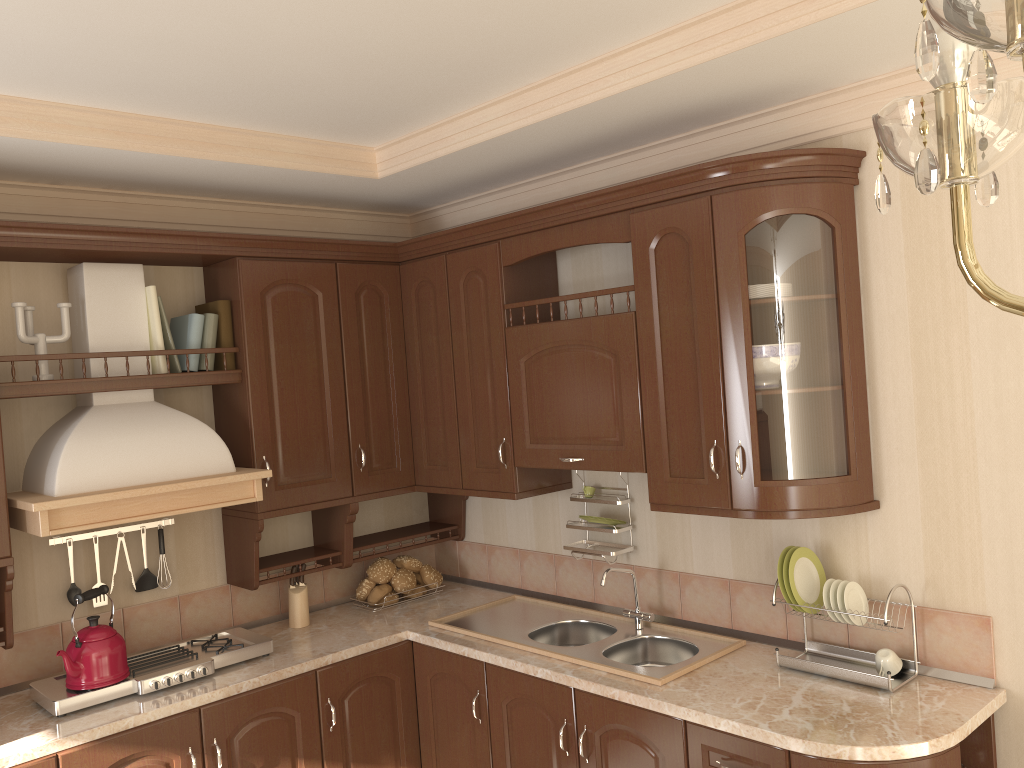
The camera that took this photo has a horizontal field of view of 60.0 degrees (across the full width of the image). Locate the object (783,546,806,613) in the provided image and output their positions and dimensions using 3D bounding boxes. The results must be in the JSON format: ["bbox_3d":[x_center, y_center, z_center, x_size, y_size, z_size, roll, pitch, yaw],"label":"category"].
[{"bbox_3d":[0.856,0.576,2.616,0.193,0.188,0.047,-5,1,-42],"label":"object"}]

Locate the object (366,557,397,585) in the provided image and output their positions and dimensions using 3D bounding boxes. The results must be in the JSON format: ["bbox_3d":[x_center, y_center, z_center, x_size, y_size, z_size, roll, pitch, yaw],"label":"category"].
[{"bbox_3d":[-0.539,0.773,3.667,0.100,0.105,0.118,-3,1,42],"label":"object"}]

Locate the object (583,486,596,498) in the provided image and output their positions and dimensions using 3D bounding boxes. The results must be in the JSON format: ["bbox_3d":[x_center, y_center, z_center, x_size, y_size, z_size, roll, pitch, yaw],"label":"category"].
[{"bbox_3d":[0.291,0.402,3.314,0.044,0.051,0.049,-4,1,15],"label":"object"}]

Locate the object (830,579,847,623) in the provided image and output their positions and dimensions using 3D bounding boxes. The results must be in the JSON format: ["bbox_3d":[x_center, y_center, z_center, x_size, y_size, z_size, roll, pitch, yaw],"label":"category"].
[{"bbox_3d":[0.940,0.619,2.527,0.123,0.119,0.034,-5,1,-41],"label":"object"}]

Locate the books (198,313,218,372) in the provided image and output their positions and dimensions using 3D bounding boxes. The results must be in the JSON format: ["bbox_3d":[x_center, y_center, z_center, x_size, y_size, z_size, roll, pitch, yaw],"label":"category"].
[{"bbox_3d":[-1.140,-0.146,3.237,0.080,0.209,0.205,-5,1,-43],"label":"books"}]

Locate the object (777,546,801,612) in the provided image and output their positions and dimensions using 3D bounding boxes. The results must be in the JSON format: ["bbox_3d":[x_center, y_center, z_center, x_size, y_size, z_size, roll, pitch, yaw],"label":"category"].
[{"bbox_3d":[0.843,0.577,2.630,0.193,0.188,0.047,-5,1,-42],"label":"object"}]

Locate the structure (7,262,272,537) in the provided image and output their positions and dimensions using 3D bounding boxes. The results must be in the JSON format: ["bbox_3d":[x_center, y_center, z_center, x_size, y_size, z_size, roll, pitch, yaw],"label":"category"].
[{"bbox_3d":[-1.278,0.011,2.961,0.753,0.845,0.455,-5,1,-43],"label":"structure"}]

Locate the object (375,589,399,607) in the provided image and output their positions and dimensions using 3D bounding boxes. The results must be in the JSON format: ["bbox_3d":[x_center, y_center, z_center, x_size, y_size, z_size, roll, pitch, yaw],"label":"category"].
[{"bbox_3d":[-0.525,0.881,3.670,0.119,0.058,0.114,-4,1,12],"label":"object"}]

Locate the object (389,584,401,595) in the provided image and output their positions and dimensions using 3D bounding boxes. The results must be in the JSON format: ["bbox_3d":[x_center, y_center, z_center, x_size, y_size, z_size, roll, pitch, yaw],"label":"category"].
[{"bbox_3d":[-0.474,0.854,3.766,0.098,0.094,0.114,-4,1,27],"label":"object"}]

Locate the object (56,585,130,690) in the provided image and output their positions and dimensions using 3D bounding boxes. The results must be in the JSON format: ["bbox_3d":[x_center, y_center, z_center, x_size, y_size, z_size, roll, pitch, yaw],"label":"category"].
[{"bbox_3d":[-1.288,0.777,2.731,0.181,0.282,0.227,-4,1,-20],"label":"object"}]

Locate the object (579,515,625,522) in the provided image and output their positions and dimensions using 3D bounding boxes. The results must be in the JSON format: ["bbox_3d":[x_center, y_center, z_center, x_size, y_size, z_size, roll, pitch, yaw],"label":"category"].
[{"bbox_3d":[0.330,0.491,3.228,0.167,0.051,0.174,-5,1,-43],"label":"object"}]

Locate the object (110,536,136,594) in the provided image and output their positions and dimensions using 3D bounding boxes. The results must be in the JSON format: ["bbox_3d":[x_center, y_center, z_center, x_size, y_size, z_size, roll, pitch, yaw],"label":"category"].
[{"bbox_3d":[-1.373,0.634,3.113,0.089,0.195,0.005,-5,1,-43],"label":"object"}]

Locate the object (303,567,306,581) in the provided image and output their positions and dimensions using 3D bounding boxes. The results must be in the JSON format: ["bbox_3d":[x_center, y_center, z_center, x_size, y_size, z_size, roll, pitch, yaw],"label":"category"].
[{"bbox_3d":[-0.829,0.793,3.509,0.022,0.159,0.050,-4,1,16],"label":"object"}]

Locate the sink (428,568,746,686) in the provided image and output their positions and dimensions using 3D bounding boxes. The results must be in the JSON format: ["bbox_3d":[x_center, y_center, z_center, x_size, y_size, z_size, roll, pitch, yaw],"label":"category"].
[{"bbox_3d":[0.213,0.799,3.068,0.448,0.348,1.077,-5,1,-43],"label":"sink"}]

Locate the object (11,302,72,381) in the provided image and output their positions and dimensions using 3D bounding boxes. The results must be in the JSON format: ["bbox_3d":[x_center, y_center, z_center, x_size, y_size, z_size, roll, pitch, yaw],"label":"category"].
[{"bbox_3d":[-1.521,-0.132,2.834,0.174,0.248,0.163,-4,1,9],"label":"object"}]

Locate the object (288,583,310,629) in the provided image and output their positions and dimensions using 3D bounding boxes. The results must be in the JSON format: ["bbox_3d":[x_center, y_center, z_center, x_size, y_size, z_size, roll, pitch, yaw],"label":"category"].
[{"bbox_3d":[-0.832,0.861,3.468,0.078,0.148,0.151,-4,1,-6],"label":"object"}]

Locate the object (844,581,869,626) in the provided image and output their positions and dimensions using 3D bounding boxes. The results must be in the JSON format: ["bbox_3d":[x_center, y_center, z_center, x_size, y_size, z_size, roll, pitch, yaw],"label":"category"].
[{"bbox_3d":[0.968,0.618,2.496,0.123,0.119,0.034,-5,1,-43],"label":"object"}]

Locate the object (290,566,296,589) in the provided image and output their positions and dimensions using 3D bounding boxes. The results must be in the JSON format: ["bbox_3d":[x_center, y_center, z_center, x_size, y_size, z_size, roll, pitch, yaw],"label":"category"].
[{"bbox_3d":[-0.854,0.811,3.457,0.027,0.198,0.053,-4,1,31],"label":"object"}]

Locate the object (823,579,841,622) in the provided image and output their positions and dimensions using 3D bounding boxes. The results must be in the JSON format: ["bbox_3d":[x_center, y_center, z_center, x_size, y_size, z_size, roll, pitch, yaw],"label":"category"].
[{"bbox_3d":[0.926,0.620,2.543,0.123,0.119,0.034,-5,1,-43],"label":"object"}]

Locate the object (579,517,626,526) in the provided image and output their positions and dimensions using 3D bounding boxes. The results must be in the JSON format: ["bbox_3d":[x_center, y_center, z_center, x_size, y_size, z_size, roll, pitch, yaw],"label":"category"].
[{"bbox_3d":[0.329,0.497,3.227,0.167,0.051,0.174,-5,1,-43],"label":"object"}]

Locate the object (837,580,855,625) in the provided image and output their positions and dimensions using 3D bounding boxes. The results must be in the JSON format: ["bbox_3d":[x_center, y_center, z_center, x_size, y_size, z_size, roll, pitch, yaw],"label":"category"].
[{"bbox_3d":[0.954,0.618,2.512,0.123,0.119,0.034,-5,1,-43],"label":"object"}]

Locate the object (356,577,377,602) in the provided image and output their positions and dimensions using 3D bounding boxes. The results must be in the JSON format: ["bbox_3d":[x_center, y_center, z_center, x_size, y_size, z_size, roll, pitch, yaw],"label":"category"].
[{"bbox_3d":[-0.600,0.849,3.668,0.092,0.109,0.123,-4,1,14],"label":"object"}]

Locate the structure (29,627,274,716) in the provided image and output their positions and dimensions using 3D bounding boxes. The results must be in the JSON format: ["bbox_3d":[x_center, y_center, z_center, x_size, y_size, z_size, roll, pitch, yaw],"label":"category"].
[{"bbox_3d":[-1.152,0.929,2.913,0.710,0.054,0.325,-5,1,-43],"label":"structure"}]

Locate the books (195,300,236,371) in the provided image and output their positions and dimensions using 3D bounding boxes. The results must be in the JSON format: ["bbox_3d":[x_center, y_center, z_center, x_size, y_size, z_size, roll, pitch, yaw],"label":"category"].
[{"bbox_3d":[-1.096,-0.173,3.283,0.052,0.254,0.205,-5,1,-43],"label":"books"}]

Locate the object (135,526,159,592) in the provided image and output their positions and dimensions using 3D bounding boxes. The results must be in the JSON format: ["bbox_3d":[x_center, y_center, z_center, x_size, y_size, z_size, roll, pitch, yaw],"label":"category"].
[{"bbox_3d":[-1.319,0.627,3.181,0.088,0.236,0.028,-5,1,-43],"label":"object"}]

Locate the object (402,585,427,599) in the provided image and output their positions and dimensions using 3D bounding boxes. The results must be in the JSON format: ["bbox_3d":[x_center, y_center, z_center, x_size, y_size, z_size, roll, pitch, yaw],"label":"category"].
[{"bbox_3d":[-0.415,0.873,3.748,0.105,0.060,0.103,-3,1,42],"label":"object"}]

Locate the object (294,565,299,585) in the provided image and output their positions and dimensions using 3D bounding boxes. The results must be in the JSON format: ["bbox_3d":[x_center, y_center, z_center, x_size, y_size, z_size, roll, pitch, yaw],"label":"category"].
[{"bbox_3d":[-0.851,0.800,3.487,0.027,0.191,0.052,-4,1,3],"label":"object"}]

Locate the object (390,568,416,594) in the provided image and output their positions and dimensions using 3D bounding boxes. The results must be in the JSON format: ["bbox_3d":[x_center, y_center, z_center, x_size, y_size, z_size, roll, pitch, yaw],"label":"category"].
[{"bbox_3d":[-0.452,0.818,3.682,0.110,0.102,0.115,-4,1,-14],"label":"object"}]

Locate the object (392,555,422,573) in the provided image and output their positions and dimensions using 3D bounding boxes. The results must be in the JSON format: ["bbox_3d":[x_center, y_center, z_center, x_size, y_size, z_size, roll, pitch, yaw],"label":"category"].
[{"bbox_3d":[-0.448,0.767,3.775,0.125,0.078,0.112,-3,1,41],"label":"object"}]

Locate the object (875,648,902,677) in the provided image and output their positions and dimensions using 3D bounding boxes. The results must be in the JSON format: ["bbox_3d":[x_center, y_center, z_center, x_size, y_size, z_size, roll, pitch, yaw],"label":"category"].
[{"bbox_3d":[1.054,0.776,2.480,0.073,0.072,0.085,-4,1,11],"label":"object"}]

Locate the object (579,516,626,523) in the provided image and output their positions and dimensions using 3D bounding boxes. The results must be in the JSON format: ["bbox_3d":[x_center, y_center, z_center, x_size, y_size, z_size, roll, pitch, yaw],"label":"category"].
[{"bbox_3d":[0.329,0.494,3.228,0.167,0.051,0.174,-5,1,-43],"label":"object"}]

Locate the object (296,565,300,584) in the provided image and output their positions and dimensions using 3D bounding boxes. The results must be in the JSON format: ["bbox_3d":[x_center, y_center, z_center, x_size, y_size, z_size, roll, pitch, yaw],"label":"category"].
[{"bbox_3d":[-0.851,0.799,3.522,0.016,0.158,0.051,-4,1,10],"label":"object"}]

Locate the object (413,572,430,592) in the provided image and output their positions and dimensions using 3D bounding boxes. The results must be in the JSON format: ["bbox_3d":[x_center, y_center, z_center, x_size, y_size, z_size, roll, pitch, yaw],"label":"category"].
[{"bbox_3d":[-0.401,0.846,3.822,0.125,0.100,0.091,-3,1,42],"label":"object"}]

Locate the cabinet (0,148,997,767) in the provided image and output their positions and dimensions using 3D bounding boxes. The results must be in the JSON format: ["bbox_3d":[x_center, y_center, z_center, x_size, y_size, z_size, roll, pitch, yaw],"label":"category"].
[{"bbox_3d":[-0.725,0.628,2.122,3.226,2.313,2.436,-5,1,-43],"label":"cabinet"}]

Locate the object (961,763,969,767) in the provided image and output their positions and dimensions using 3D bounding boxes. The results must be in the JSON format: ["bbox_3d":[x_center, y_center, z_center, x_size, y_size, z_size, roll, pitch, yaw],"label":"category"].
[{"bbox_3d":[1.153,1.036,2.373,0.084,0.045,0.120,-5,1,-32],"label":"object"}]

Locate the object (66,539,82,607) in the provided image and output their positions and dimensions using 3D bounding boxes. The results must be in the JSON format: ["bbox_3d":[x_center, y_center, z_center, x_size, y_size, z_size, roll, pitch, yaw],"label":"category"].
[{"bbox_3d":[-1.489,0.639,3.002,0.048,0.231,0.015,-5,1,-42],"label":"object"}]

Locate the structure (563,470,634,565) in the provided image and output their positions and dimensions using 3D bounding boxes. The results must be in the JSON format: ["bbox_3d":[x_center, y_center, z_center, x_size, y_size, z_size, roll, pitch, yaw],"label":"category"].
[{"bbox_3d":[0.309,0.474,3.270,0.131,0.361,0.256,-5,1,-43],"label":"structure"}]

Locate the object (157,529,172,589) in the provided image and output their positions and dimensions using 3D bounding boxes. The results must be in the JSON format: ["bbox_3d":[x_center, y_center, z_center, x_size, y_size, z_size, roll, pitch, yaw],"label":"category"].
[{"bbox_3d":[-1.266,0.634,3.213,0.049,0.219,0.049,-4,1,24],"label":"object"}]

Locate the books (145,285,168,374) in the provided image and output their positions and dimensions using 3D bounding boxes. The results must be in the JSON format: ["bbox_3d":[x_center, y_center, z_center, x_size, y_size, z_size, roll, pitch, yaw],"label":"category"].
[{"bbox_3d":[-1.278,-0.184,3.121,0.042,0.305,0.194,-5,1,-43],"label":"books"}]

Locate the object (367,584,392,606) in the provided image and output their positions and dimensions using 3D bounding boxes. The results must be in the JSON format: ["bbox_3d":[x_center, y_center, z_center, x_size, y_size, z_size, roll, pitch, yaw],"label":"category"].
[{"bbox_3d":[-0.541,0.864,3.626,0.104,0.092,0.114,-4,1,4],"label":"object"}]

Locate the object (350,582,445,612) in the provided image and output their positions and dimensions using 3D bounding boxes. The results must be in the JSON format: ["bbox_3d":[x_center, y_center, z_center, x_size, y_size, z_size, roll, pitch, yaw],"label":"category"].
[{"bbox_3d":[-0.476,0.878,3.723,0.364,0.060,0.199,-5,1,-43],"label":"object"}]

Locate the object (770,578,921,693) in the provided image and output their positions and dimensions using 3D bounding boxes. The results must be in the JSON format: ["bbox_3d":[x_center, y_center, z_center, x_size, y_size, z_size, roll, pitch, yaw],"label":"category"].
[{"bbox_3d":[0.943,0.686,2.530,0.172,0.275,0.359,-5,1,-42],"label":"object"}]

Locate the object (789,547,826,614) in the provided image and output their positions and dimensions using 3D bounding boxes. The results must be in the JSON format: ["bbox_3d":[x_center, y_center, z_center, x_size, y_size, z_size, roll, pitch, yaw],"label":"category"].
[{"bbox_3d":[0.868,0.575,2.603,0.193,0.188,0.047,-5,1,-42],"label":"object"}]

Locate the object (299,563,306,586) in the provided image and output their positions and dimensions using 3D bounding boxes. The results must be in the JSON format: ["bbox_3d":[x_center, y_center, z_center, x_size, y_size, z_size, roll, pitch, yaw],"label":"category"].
[{"bbox_3d":[-0.821,0.803,3.472,0.027,0.198,0.053,-4,1,31],"label":"object"}]

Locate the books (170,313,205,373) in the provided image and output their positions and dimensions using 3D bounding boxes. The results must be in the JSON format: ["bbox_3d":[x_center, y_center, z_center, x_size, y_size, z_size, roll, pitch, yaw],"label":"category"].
[{"bbox_3d":[-1.184,-0.143,3.208,0.086,0.209,0.205,-5,1,-43],"label":"books"}]

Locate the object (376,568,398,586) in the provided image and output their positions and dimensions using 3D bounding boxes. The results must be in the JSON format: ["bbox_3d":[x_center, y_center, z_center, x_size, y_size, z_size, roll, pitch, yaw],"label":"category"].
[{"bbox_3d":[-0.530,0.814,3.746,0.110,0.092,0.113,-4,1,9],"label":"object"}]

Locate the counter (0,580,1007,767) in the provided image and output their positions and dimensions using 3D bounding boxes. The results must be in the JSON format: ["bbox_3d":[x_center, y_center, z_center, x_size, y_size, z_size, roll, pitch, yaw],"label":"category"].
[{"bbox_3d":[-0.474,0.946,2.325,2.603,0.034,2.422,-5,1,-43],"label":"counter"}]

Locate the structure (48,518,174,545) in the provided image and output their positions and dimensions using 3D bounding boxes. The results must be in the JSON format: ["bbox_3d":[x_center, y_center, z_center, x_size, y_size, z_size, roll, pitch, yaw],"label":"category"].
[{"bbox_3d":[-1.394,0.516,3.109,0.422,0.020,0.008,-5,1,-43],"label":"structure"}]

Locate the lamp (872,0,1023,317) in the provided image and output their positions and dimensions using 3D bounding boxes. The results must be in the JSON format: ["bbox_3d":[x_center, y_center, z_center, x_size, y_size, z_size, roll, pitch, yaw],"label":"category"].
[{"bbox_3d":[0.426,-0.469,0.401,0.502,0.982,0.501,-4,1,17],"label":"lamp"}]

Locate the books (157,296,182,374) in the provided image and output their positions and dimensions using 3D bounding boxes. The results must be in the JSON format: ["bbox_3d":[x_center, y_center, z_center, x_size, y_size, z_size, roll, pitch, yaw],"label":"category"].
[{"bbox_3d":[-1.254,-0.168,3.152,0.068,0.271,0.194,-5,1,-43],"label":"books"}]

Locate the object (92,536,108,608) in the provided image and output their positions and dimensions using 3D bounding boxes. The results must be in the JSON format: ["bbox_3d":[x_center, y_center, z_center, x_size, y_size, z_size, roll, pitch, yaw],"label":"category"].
[{"bbox_3d":[-1.429,0.646,3.061,0.051,0.245,0.003,-5,1,-43],"label":"object"}]

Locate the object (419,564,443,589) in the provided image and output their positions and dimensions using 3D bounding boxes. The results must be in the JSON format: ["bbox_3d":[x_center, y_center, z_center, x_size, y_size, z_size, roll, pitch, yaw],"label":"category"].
[{"bbox_3d":[-0.345,0.821,3.780,0.097,0.106,0.117,-4,1,2],"label":"object"}]
